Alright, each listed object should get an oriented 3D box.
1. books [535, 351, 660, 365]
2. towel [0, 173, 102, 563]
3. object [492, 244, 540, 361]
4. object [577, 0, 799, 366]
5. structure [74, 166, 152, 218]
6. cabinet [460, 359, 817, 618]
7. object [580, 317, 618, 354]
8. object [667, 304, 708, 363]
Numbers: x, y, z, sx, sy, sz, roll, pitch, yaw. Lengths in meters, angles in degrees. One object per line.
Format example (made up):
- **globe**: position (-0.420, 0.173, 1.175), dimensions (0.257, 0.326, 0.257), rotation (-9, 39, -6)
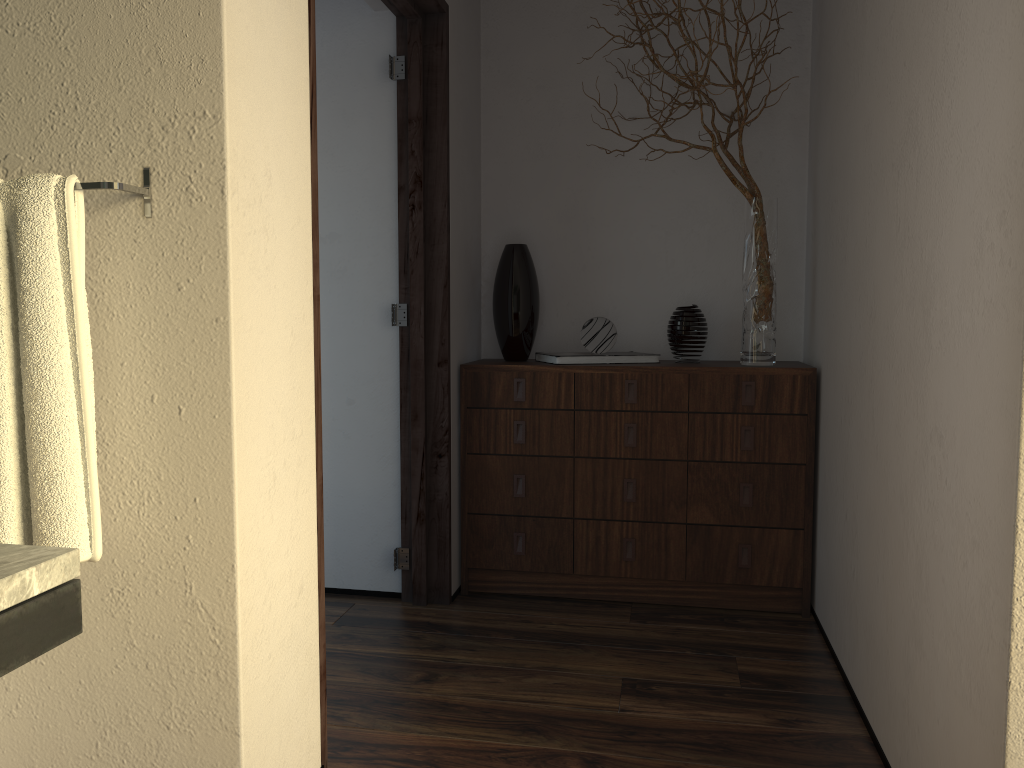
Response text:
- **books**: position (0.355, -0.094, 3.131), dimensions (0.492, 0.034, 0.249), rotation (-1, 5, -13)
- **towel**: position (-0.789, -0.014, 1.425), dimensions (0.263, 0.636, 0.158), rotation (3, 5, 30)
- **object**: position (0.015, -0.291, 3.185), dimensions (0.173, 0.417, 0.167), rotation (2, 5, 24)
- **object**: position (0.542, -0.791, 2.916), dimensions (0.714, 1.450, 0.845), rotation (-3, 6, -35)
- **structure**: position (-0.788, -0.317, 1.463), dimensions (0.373, 0.088, 0.101), rotation (1, 5, 12)
- **cabinet**: position (0.419, 0.325, 3.100), dimensions (1.151, 0.800, 0.399), rotation (1, 5, 12)
- **object**: position (0.307, -0.172, 3.130), dimensions (0.132, 0.131, 0.130), rotation (0, 5, 7)
- **object**: position (0.606, -0.175, 3.061), dimensions (0.136, 0.200, 0.142), rotation (-3, 6, -34)
